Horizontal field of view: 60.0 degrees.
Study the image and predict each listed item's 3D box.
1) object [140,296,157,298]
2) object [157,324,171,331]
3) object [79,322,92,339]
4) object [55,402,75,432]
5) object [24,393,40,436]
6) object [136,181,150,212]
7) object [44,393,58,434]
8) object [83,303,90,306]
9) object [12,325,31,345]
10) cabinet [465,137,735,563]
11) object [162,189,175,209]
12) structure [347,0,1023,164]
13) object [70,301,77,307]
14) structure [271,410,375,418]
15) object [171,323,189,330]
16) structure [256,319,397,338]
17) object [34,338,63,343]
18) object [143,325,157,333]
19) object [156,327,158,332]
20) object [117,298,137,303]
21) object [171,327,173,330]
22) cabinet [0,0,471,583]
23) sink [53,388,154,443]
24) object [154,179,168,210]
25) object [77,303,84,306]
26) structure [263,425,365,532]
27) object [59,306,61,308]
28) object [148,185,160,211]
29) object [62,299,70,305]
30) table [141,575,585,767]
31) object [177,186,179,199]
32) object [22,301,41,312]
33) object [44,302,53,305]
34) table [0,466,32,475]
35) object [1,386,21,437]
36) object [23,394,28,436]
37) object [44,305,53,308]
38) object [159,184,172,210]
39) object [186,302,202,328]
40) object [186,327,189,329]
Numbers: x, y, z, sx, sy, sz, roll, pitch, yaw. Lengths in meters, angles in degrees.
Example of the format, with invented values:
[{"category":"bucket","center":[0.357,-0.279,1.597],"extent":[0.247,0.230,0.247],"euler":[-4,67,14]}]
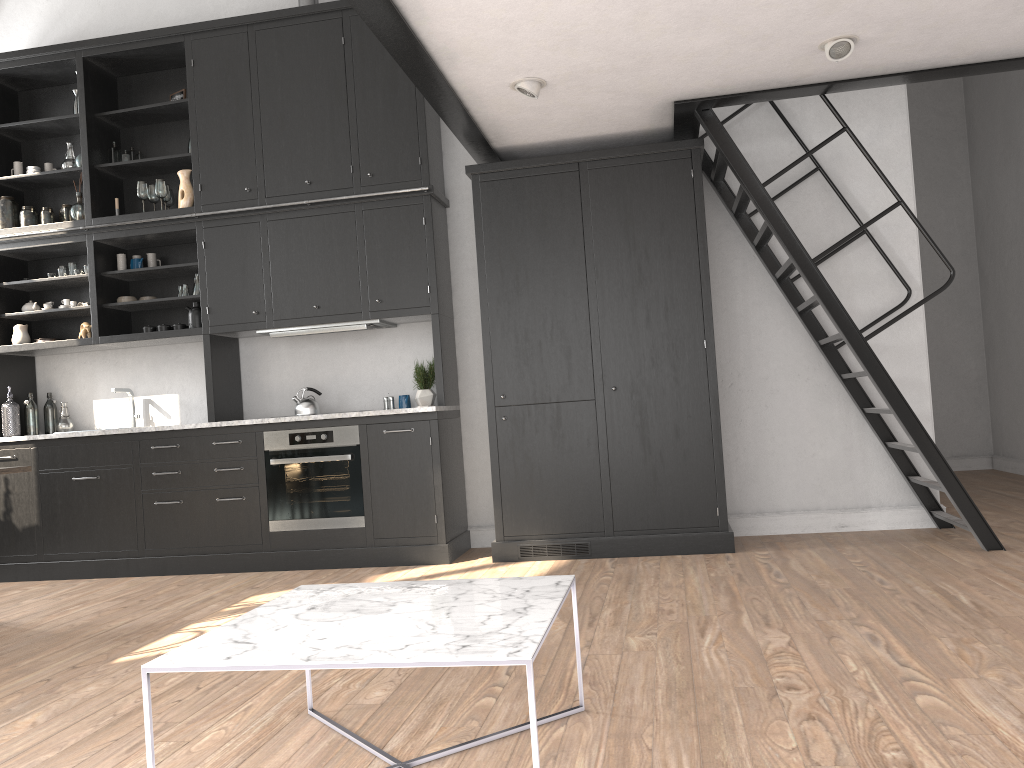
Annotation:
[{"category":"object","center":[-2.539,-0.586,6.199],"extent":[0.112,0.036,0.112],"euler":[-3,-2,-38]},{"category":"object","center":[-2.342,-0.375,5.972],"extent":[0.104,0.059,0.088],"euler":[-4,-2,-12]},{"category":"object","center":[-2.922,-0.364,6.081],"extent":[0.173,0.123,0.069],"euler":[-5,-2,42]},{"category":"object","center":[-3.182,0.242,6.309],"extent":[0.120,0.219,0.132],"euler":[-4,-1,10]},{"category":"object","center":[-3.359,0.212,6.199],"extent":[0.086,0.301,0.086],"euler":[-4,-1,-5]},{"category":"object","center":[-2.487,-1.249,5.980],"extent":[0.083,0.221,0.083],"euler":[-5,-2,41]},{"category":"object","center":[-3.305,0.213,6.352],"extent":[0.086,0.301,0.086],"euler":[-3,-2,-34]},{"category":"object","center":[-2.980,-0.551,6.199],"extent":[0.048,0.041,0.058],"euler":[-4,-2,-12]},{"category":"object","center":[-3.423,-0.336,6.185],"extent":[0.115,0.144,0.127],"euler":[-4,-2,-11]},{"category":"cabinet","center":[0.542,-0.169,5.455],"extent":[1.401,2.371,0.633],"euler":[-4,-1,10]},{"category":"object","center":[-2.401,-1.248,6.198],"extent":[0.083,0.221,0.083],"euler":[-5,-2,41]},{"category":"structure","center":[1.336,-2.187,2.652],"extent":[4.158,1.213,5.928],"euler":[-4,-2,10]},{"category":"object","center":[-3.050,-0.545,6.160],"extent":[0.039,0.054,0.049],"euler":[-5,-2,35]},{"category":"structure","center":[-1.203,0.197,5.753],"extent":[0.592,0.011,0.427],"euler":[-4,-2,10]},{"category":"object","center":[-2.240,-0.383,5.976],"extent":[0.088,0.059,0.104],"euler":[-5,-2,18]},{"category":"structure","center":[-1.227,-0.382,5.896],"extent":[0.844,0.123,0.379],"euler":[-4,-2,10]},{"category":"object","center":[-3.252,-0.292,6.226],"extent":[0.180,0.037,0.180],"euler":[-4,-2,-5]},{"category":"object","center":[-2.451,-0.367,5.999],"extent":[0.104,0.059,0.088],"euler":[-4,-2,-2]},{"category":"object","center":[-2.458,-0.362,6.136],"extent":[0.088,0.059,0.104],"euler":[-4,-2,8]},{"category":"object","center":[-3.648,0.324,3.439],"extent":[0.792,1.842,5.827],"euler":[-4,-2,15]},{"category":"object","center":[-2.362,-0.370,6.116],"extent":[0.104,0.059,0.088],"euler":[-5,-2,38]},{"category":"cabinet","center":[-2.035,-0.581,5.908],"extent":[3.251,3.582,0.635],"euler":[-4,-1,10]},{"category":"sink","center":[-2.724,0.279,6.049],"extent":[0.526,0.504,0.514],"euler":[-4,-2,10]},{"category":"object","center":[-2.357,-1.259,5.960],"extent":[0.083,0.221,0.083],"euler":[-3,-2,-34]},{"category":"object","center":[-3.006,-0.545,6.195],"extent":[0.049,0.041,0.056],"euler":[-4,-2,-17]},{"category":"structure","center":[-1.176,0.590,5.737],"extent":[0.622,0.623,0.618],"euler":[-4,-2,10]},{"category":"object","center":[-3.166,-0.529,6.254],"extent":[0.058,0.033,0.055],"euler":[-5,-2,27]},{"category":"object","center":[-2.453,-1.248,6.079],"extent":[0.083,0.221,0.083],"euler":[-4,-1,2]},{"category":"object","center":[-3.112,-0.564,6.193],"extent":[0.049,0.055,0.039],"euler":[-5,-2,30]},{"category":"table","center":[-0.292,0.776,2.243],"extent":[0.849,0.392,0.849],"euler":[-4,-2,10]},{"category":"object","center":[-2.273,-1.259,6.146],"extent":[0.083,0.221,0.083],"euler":[-4,-1,9]},{"category":"object","center":[-3.406,-0.539,6.281],"extent":[0.125,0.100,0.140],"euler":[-4,-2,-9]},{"category":"object","center":[-3.256,-0.556,6.226],"extent":[0.058,0.047,0.055],"euler":[-5,-2,25]},{"category":"table","center":[-3.159,0.826,3.536],"extent":[1.100,0.779,2.200],"euler":[-4,-2,10]},{"category":"object","center":[-3.445,0.188,6.094],"extent":[0.109,0.349,0.109],"euler":[-4,-1,-9]},{"category":"object","center":[-3.420,0.219,6.307],"extent":[0.086,0.301,0.086],"euler":[-5,-1,24]},{"category":"object","center":[-3.255,-0.536,6.225],"extent":[0.055,0.033,0.058],"euler":[-4,-2,-15]},{"category":"object","center":[-2.371,-1.254,6.065],"extent":[0.083,0.221,0.083],"euler":[-4,-1,9]},{"category":"object","center":[-2.115,-0.457,5.978],"extent":[0.129,0.191,0.124],"euler":[-5,-2,38]},{"category":"object","center":[-2.257,-0.377,6.101],"extent":[0.104,0.059,0.088],"euler":[-3,-2,-27]}]
